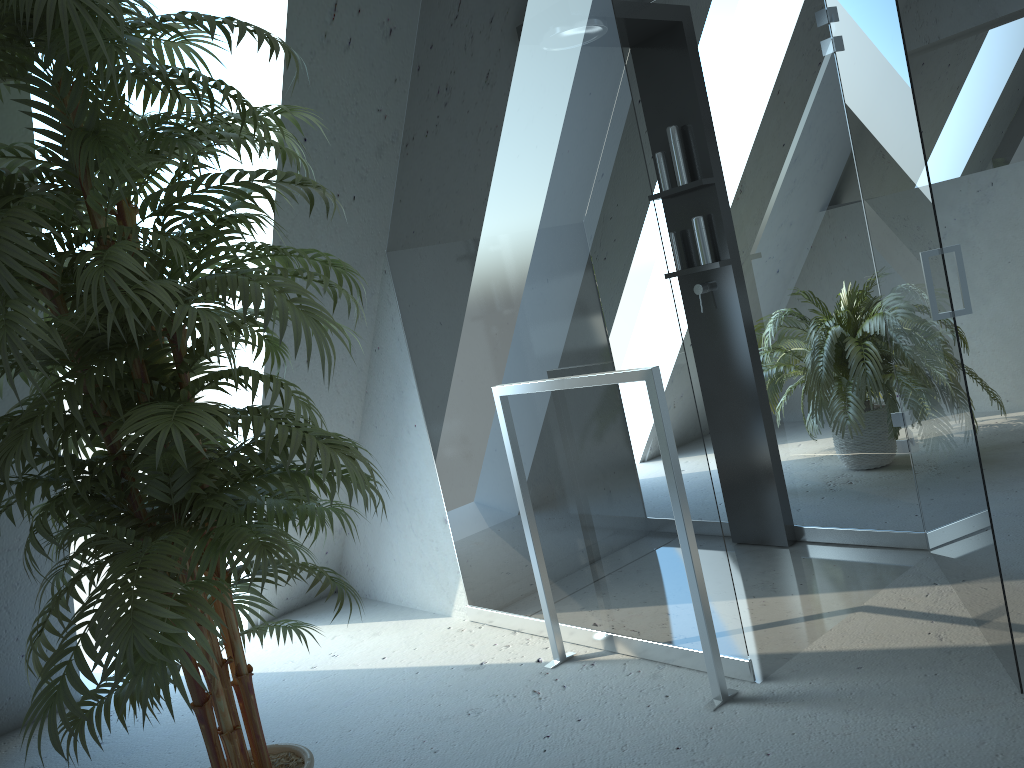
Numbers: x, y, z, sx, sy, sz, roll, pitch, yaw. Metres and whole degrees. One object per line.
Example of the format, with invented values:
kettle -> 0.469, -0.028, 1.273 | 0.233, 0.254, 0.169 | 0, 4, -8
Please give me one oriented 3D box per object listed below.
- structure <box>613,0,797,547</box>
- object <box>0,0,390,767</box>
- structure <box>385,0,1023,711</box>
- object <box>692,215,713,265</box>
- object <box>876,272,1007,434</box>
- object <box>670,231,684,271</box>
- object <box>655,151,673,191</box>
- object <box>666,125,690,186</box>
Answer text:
structure -> 0.538, -0.299, 3.121 | 0.612, 1.978, 0.250 | -17, 6, -39
object -> -0.721, 0.071, 1.758 | 1.020, 2.034, 0.980 | -12, 5, 9
structure -> 0.510, -0.327, 2.709 | 1.184, 2.114, 1.835 | -17, 6, -39
object -> 0.686, -0.519, 3.202 | 0.043, 0.175, 0.023 | -11, 5, 20
object -> 1.575, -0.060, 4.061 | 1.132, 0.893, 1.112 | -10, 5, 28
object -> 0.612, -0.495, 3.297 | 0.023, 0.144, 0.043 | -11, 5, 17
object -> 0.559, -0.781, 3.258 | 0.043, 0.144, 0.023 | -14, 5, -13
object -> 0.597, -0.822, 3.194 | 0.043, 0.215, 0.043 | -9, 6, 35
